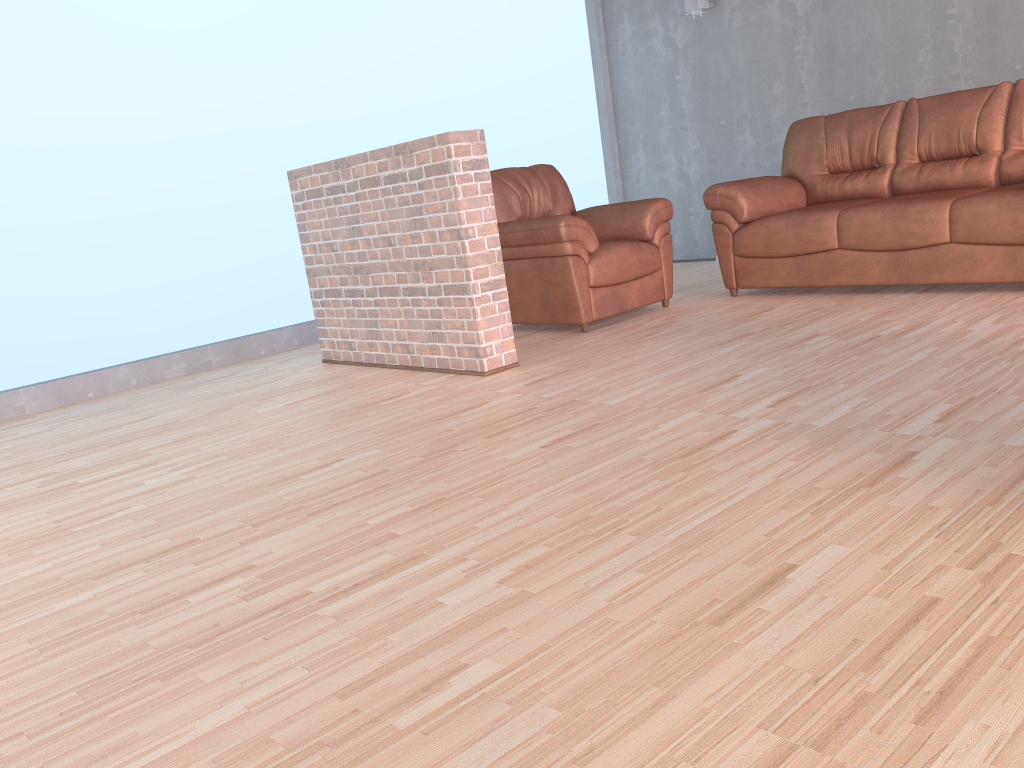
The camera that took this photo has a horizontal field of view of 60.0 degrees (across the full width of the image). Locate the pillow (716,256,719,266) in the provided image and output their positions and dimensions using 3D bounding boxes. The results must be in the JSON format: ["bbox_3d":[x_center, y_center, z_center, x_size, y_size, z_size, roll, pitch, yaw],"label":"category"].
[{"bbox_3d":[1.725,-1.074,6.773,0.241,0.326,0.327,-17,15,-36],"label":"pillow"}]

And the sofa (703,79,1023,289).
[{"bbox_3d":[2.182,-1.047,4.641,0.981,0.923,2.202,-19,16,-40],"label":"sofa"}]

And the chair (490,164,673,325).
[{"bbox_3d":[0.299,-0.852,5.134,0.970,0.879,0.936,-19,16,-40],"label":"chair"}]

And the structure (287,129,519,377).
[{"bbox_3d":[-0.592,-0.613,4.413,0.211,1.057,1.422,-19,16,-40],"label":"structure"}]

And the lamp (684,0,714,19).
[{"bbox_3d":[1.395,-2.927,6.677,0.168,0.319,0.165,-19,16,-40],"label":"lamp"}]
